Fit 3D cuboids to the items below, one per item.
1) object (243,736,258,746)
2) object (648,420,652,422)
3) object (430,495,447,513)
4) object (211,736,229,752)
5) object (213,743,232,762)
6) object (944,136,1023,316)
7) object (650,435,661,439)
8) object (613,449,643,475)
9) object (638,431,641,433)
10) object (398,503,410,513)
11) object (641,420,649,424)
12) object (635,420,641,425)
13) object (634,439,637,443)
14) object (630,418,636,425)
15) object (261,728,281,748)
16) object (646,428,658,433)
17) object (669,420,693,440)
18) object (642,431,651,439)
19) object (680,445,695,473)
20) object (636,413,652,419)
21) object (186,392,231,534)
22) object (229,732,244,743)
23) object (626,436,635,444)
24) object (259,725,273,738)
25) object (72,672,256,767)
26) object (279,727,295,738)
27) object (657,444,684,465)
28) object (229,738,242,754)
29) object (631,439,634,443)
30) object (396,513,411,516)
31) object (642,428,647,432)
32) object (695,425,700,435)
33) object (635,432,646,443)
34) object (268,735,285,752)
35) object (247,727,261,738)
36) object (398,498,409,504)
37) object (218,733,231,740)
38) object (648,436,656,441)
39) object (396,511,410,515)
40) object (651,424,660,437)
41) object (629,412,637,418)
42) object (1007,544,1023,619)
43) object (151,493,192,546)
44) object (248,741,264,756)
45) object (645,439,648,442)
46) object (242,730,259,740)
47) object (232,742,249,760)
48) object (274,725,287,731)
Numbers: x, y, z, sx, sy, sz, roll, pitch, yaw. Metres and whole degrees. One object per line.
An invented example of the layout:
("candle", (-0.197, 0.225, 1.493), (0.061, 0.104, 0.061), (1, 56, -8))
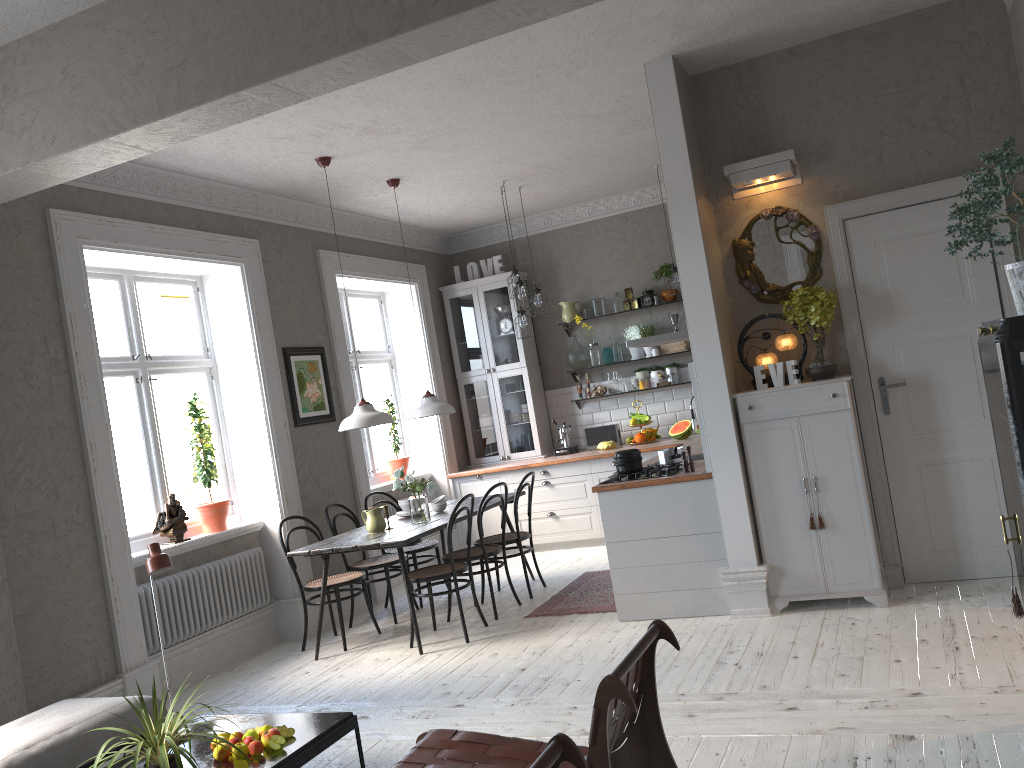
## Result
("object", (-1.013, 1.392, 3.430), (0.056, 0.058, 0.059), (-10, -1, 14))
("object", (1.329, 0.363, 8.565), (0.051, 0.050, 0.050), (-10, -1, 32))
("object", (-0.554, 0.910, 6.700), (0.122, 0.119, 0.130), (-10, -1, 39))
("object", (-1.142, 1.410, 3.454), (0.066, 0.066, 0.072), (-10, -1, 28))
("object", (-1.104, 1.402, 3.372), (0.069, 0.066, 0.071), (-10, -1, 38))
("object", (1.412, -0.447, 2.422), (0.406, 0.506, 0.406), (-10, -1, 39))
("object", (1.372, 0.514, 8.617), (0.055, 0.044, 0.213), (-9, -1, -28))
("object", (0.748, 0.498, 5.685), (0.190, 0.147, 0.193), (-9, -1, 3))
("object", (1.283, 0.493, 8.660), (0.157, 0.076, 0.077), (-8, -1, -41))
("object", (-0.768, 0.939, 6.741), (0.178, 0.094, 0.181), (-10, -1, 14))
("object", (1.280, 0.373, 8.552), (0.076, 0.062, 0.100), (-9, -1, -4))
("object", (1.216, 0.382, 8.541), (0.062, 0.061, 0.067), (-10, -1, 23))
("object", (1.220, 0.550, 8.608), (0.069, 0.076, 0.230), (-9, -1, 6))
("object", (1.169, 0.367, 8.543), (0.058, 0.069, 0.080), (-10, -1, 42))
("object", (-0.938, 1.377, 3.448), (0.077, 0.064, 0.073), (-9, -1, -36))
("object", (1.357, 0.450, 8.574), (0.125, 0.056, 0.060), (-10, -1, 15))
("object", (1.576, 0.434, 8.273), (0.231, 0.174, 0.222), (-10, -1, 45))
("object", (1.291, 0.488, 8.523), (0.089, 0.078, 0.087), (-9, -1, -41))
("object", (1.079, 0.460, 5.460), (0.072, 0.166, 0.036), (-10, -1, 22))
("object", (1.291, 0.315, 8.614), (0.177, 0.096, 0.090), (-10, -1, 43))
("object", (-2.153, 0.545, 6.199), (0.275, 0.991, 0.265), (-9, -1, -28))
("object", (-1.089, 1.407, 3.503), (0.057, 0.058, 0.058), (-9, -1, 6))
("object", (1.177, 0.545, 8.647), (0.155, 0.072, 0.075), (-9, -1, -38))
("object", (-0.972, 1.385, 3.515), (0.059, 0.062, 0.064), (-9, -1, 4))
("object", (-1.243, 1.251, 3.186), (0.716, 0.420, 0.677), (-10, -1, 41))
("object", (-0.897, 1.385, 3.516), (0.068, 0.037, 0.046), (-9, -1, -41))
("object", (1.084, 0.452, 5.798), (0.178, 0.134, 0.298), (-9, -1, -32))
("object", (-1.078, 1.404, 3.439), (0.057, 0.056, 0.060), (-10, -1, 10))
("object", (1.199, 0.544, 8.599), (0.090, 0.057, 0.084), (-9, -1, -35))
("object", (-0.761, 0.982, 6.740), (0.239, 0.027, 0.236), (-9, -1, -9))
("object", (1.306, 0.478, 8.642), (0.084, 0.093, 0.088), (-10, -1, 19))
("object", (1.792, 0.420, 8.131), (0.223, 0.127, 0.149), (-10, -1, 5))
("object", (1.226, 0.509, 8.468), (0.114, 0.110, 0.110), (-9, -1, -10))
("object", (-0.904, 1.376, 3.392), (0.057, 0.053, 0.061), (-10, -1, 29))
("object", (-1.034, 1.408, 3.558), (0.063, 0.039, 0.067), (-10, -1, 29))
("object", (-0.771, 0.919, 6.741), (0.178, 0.094, 0.181), (-10, -1, 14))
("object", (-1.154, 1.420, 3.529), (0.069, 0.055, 0.059), (-9, -1, -10))
("object", (1.340, 0.527, 8.497), (0.069, 0.051, 0.089), (-9, -1, -19))
("object", (-0.762, 0.974, 6.740), (0.242, 0.027, 0.232), (-8, -2, -44))
("object", (1.379, 0.453, 8.557), (0.128, 0.120, 0.060), (-8, -1, -44))
("object", (1.175, 0.302, 8.590), (0.073, 0.058, 0.051), (-9, -1, -1))
("object", (1.535, 0.604, 2.715), (0.041, 0.234, 0.044), (-9, -1, -21))
("object", (-2.256, 0.889, 5.830), (0.118, 0.329, 0.241), (-10, -1, 25))
("object", (-0.973, 1.385, 3.369), (0.057, 0.058, 0.056), (-9, -1, -43))
("object", (1.280, 0.543, 8.528), (0.070, 0.065, 0.070), (-10, -1, 44))
("object", (-1.029, 1.396, 3.488), (0.062, 0.058, 0.060), (-9, -1, -22))
("object", (-1.034, 1.392, 3.369), (0.063, 0.063, 0.060), (-9, -1, -36))
("object", (-0.934, 1.393, 3.576), (0.047, 0.036, 0.062), (-10, -1, 34))
